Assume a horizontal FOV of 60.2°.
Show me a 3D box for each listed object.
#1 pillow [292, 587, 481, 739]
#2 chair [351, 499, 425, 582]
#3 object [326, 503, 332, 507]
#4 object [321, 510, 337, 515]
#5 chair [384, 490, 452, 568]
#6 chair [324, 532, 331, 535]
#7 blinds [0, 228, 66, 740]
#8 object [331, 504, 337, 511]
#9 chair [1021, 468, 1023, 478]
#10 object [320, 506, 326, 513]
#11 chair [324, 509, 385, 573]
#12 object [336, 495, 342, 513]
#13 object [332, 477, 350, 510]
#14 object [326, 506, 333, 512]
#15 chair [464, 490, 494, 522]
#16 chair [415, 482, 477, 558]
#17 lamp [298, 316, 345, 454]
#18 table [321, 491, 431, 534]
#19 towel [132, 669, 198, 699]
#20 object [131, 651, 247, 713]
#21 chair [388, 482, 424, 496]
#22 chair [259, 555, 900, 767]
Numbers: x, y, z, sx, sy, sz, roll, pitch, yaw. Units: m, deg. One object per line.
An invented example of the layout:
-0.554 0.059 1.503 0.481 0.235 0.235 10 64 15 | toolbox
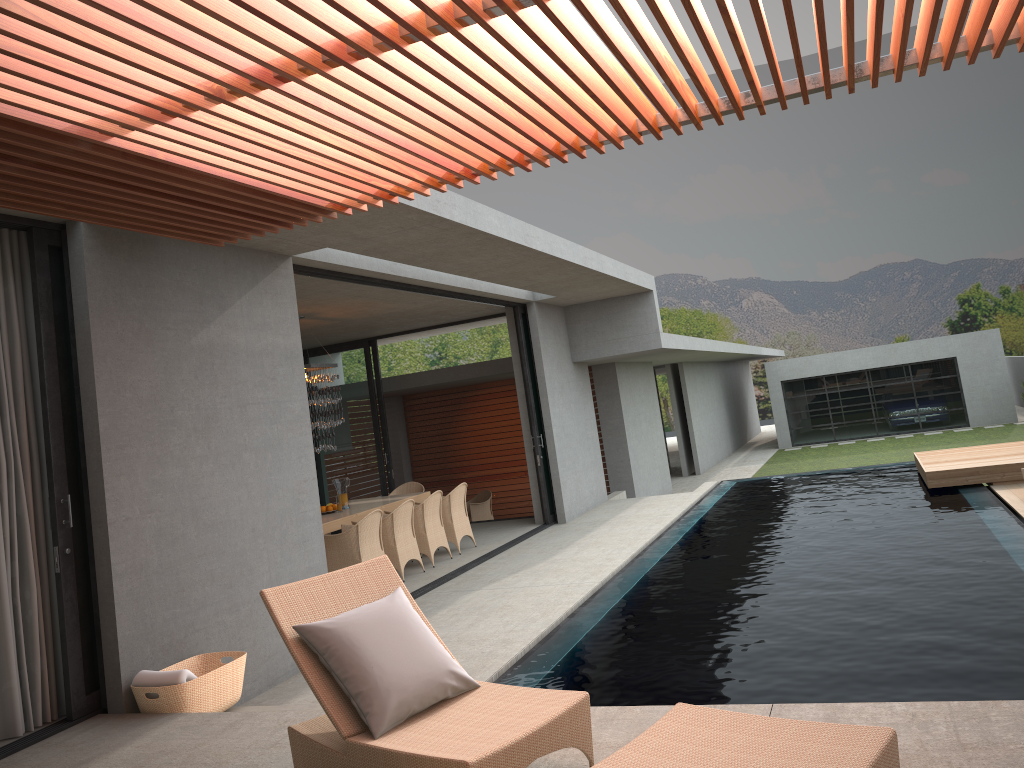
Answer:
-0.514 1.132 3.671 0.423 0.431 0.609 -11 -5 39 | pillow
-1.387 1.777 10.061 0.627 0.871 0.616 -10 -5 21 | chair
-2.247 1.494 10.870 0.071 0.048 0.070 -7 -3 -18 | object
-2.273 1.579 10.891 0.310 0.034 0.307 -8 -2 -11 | object
-1.118 1.759 10.749 0.627 0.871 0.616 -10 -5 21 | chair
-2.877 2.053 12.181 0.627 0.871 0.616 -10 -5 21 | chair
-3.007 0.508 5.056 0.228 2.960 0.881 -10 -6 18 | blinds
-2.192 1.529 10.893 0.087 0.088 0.086 -9 -4 11 | object
6.317 0.689 8.854 0.702 0.834 2.273 -6 -3 -20 | chair
-2.319 1.543 10.817 0.094 0.095 0.094 -9 -4 11 | object
-1.655 1.795 9.373 0.627 0.871 0.616 -10 -5 21 | chair
-2.380 1.410 10.724 0.322 0.390 0.541 -11 -5 37 | object
-2.148 1.391 11.195 0.192 0.390 0.191 -8 -5 3 | object
-2.231 1.536 10.818 0.081 0.082 0.080 -5 -5 -40 | object
-0.658 2.461 16.498 0.632 0.871 0.611 -4 -6 -39 | chair
-0.850 1.741 11.436 0.627 0.871 0.616 -10 -5 21 | chair
-2.596 0.016 11.160 0.615 1.771 0.617 -10 -6 21 | lamp
-2.248 1.974 10.774 1.273 0.763 3.252 -9 -2 21 | table
-1.986 1.822 5.214 0.367 0.314 0.308 -10 -4 21 | towel
-1.929 1.876 5.348 0.443 0.303 0.679 -9 -3 21 | object
-1.549 1.879 12.717 0.614 0.871 0.628 -10 -5 21 | chair
0.076 1.104 3.183 2.274 0.834 0.701 -10 -5 40 | chair
